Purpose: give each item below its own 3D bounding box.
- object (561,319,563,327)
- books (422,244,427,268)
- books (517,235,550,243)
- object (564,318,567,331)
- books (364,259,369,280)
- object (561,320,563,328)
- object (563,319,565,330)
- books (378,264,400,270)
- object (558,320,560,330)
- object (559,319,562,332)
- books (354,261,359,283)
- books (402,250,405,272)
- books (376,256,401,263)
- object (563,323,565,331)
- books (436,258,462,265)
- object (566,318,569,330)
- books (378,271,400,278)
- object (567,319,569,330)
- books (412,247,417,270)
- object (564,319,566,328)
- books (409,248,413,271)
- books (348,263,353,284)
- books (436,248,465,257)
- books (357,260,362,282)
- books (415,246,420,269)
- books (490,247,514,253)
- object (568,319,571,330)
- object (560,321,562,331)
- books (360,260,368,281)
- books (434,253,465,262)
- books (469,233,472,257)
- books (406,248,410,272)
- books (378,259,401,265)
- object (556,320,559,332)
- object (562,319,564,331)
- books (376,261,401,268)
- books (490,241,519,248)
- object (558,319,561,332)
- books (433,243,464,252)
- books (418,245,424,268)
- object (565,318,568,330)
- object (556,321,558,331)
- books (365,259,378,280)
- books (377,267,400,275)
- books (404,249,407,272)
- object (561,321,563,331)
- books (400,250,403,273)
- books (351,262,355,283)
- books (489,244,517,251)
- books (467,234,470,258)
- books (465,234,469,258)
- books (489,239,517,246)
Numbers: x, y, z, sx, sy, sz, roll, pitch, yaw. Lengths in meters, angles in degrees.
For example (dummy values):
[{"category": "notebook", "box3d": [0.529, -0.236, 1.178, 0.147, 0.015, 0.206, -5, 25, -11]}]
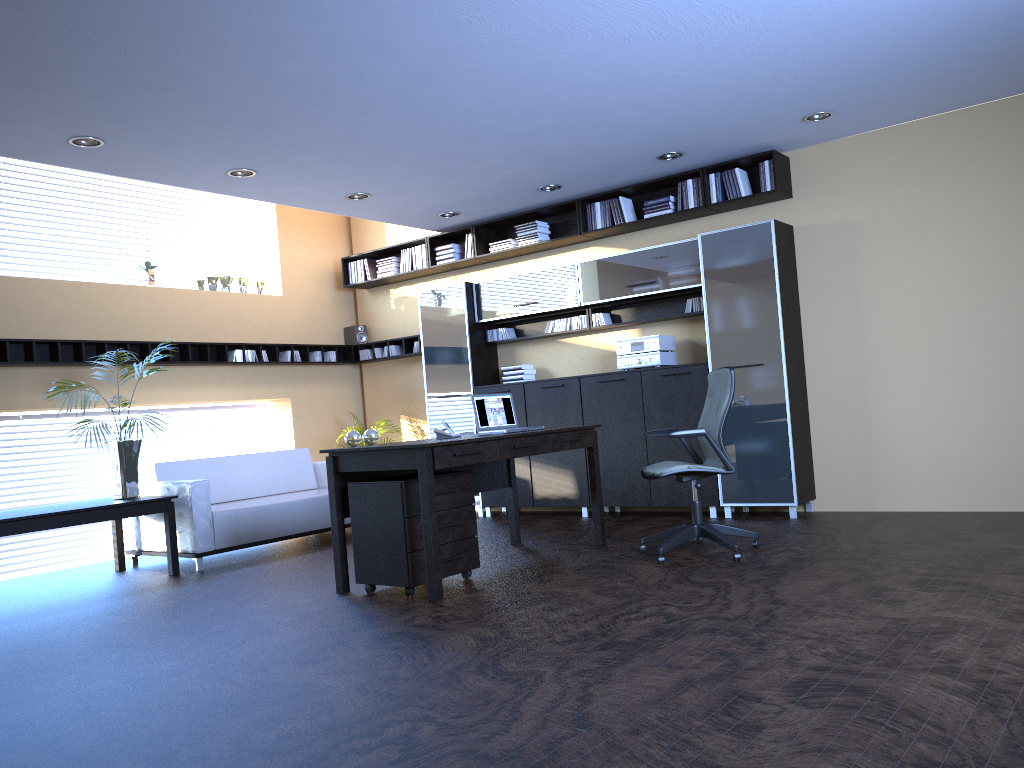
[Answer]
[{"category": "object", "box3d": [0.524, -0.575, 8.700, 0.040, 0.118, 0.142, -5, -1, 37]}, {"category": "books", "box3d": [-0.884, -1.372, 9.607, 0.050, 0.258, 0.207, -5, -1, 37]}, {"category": "books", "box3d": [0.213, -1.433, 8.799, 0.259, 0.028, 0.207, -6, -2, 36]}, {"category": "object", "box3d": [0.561, -0.579, 8.667, 0.040, 0.118, 0.142, -5, -1, 37]}, {"category": "books", "box3d": [-1.596, -1.296, 10.156, 0.075, 0.259, 0.207, -5, -1, 36]}, {"category": "object", "box3d": [0.531, -0.576, 8.693, 0.040, 0.118, 0.142, -5, -1, 37]}, {"category": "object", "box3d": [0.545, -0.577, 8.677, 0.036, 0.116, 0.140, -5, -1, 37]}, {"category": "books", "box3d": [-1.341, -1.309, 9.977, 0.259, 0.028, 0.207, -6, -2, 37]}, {"category": "object", "box3d": [0.500, -0.572, 8.718, 0.036, 0.116, 0.140, -5, -1, 37]}, {"category": "object", "box3d": [0.516, -0.574, 8.707, 0.040, 0.118, 0.142, -5, -1, 37]}, {"category": "books", "box3d": [-1.735, -1.281, 10.247, 0.050, 0.258, 0.207, -5, -1, 36]}, {"category": "books", "box3d": [-1.135, -1.345, 9.798, 0.075, 0.259, 0.207, -5, -1, 36]}, {"category": "books", "box3d": [-1.367, -1.393, 9.985, 0.259, 0.028, 0.207, -6, -2, 37]}, {"category": "object", "box3d": [0.547, -0.578, 8.682, 0.040, 0.118, 0.142, -5, -1, 37]}, {"category": "books", "box3d": [-0.645, -1.292, 9.441, 0.259, 0.050, 0.207, -6, -2, 37]}, {"category": "object", "box3d": [0.580, -0.581, 8.657, 0.040, 0.118, 0.142, -5, -1, 37]}, {"category": "books", "box3d": [-1.346, -1.217, 9.965, 0.259, 0.050, 0.207, -6, -2, 37]}, {"category": "object", "box3d": [0.585, -0.582, 8.648, 0.036, 0.116, 0.140, -5, -1, 37]}, {"category": "books", "box3d": [-1.004, -1.359, 9.707, 0.050, 0.258, 0.207, -5, -1, 37]}, {"category": "object", "box3d": [0.558, -0.578, 8.679, 0.040, 0.118, 0.142, -5, -1, 37]}, {"category": "books", "box3d": [-1.050, -1.354, 9.753, 0.075, 0.259, 0.207, -5, -1, 36]}, {"category": "books", "box3d": [-1.814, -1.272, 10.315, 0.050, 0.258, 0.207, -5, -1, 37]}, {"category": "books", "box3d": [-0.650, -1.394, 9.445, 0.259, 0.050, 0.207, -6, -2, 37]}, {"category": "books", "box3d": [-1.689, -1.286, 10.222, 0.050, 0.258, 0.207, -5, -1, 37]}, {"category": "books", "box3d": [-0.963, -1.364, 9.676, 0.050, 0.258, 0.207, -5, -1, 37]}, {"category": "books", "box3d": [-0.056, -1.347, 8.985, 0.259, 0.028, 0.207, -6, -2, 37]}, {"category": "object", "box3d": [0.595, -0.583, 8.644, 0.040, 0.118, 0.142, -5, -1, 37]}, {"category": "object", "box3d": [0.521, -0.575, 8.695, 0.036, 0.116, 0.140, -5, -1, 37]}, {"category": "books", "box3d": [-1.648, -1.290, 10.191, 0.050, 0.258, 0.207, -5, -1, 36]}, {"category": "books", "box3d": [-0.661, -1.343, 9.444, 0.259, 0.050, 0.207, -6, -2, 36]}, {"category": "books", "box3d": [-0.371, -1.427, 9.222, 0.075, 0.259, 0.207, -5, -1, 36]}, {"category": "books", "box3d": [-1.084, -1.351, 9.760, 0.075, 0.259, 0.207, -5, -1, 36]}, {"category": "books", "box3d": [-1.347, -1.366, 9.973, 0.259, 0.028, 0.207, -6, -2, 36]}, {"category": "object", "box3d": [0.488, -0.571, 8.720, 0.040, 0.118, 0.142, -5, -1, 37]}, {"category": "object", "box3d": [0.536, -0.577, 8.683, 0.040, 0.118, 0.142, -5, -1, 37]}, {"category": "books", "box3d": [-1.364, -1.337, 9.967, 0.259, 0.028, 0.207, -6, -2, 37]}, {"category": "books", "box3d": [-0.054, -1.404, 8.992, 0.259, 0.028, 0.207, -6, -2, 36]}, {"category": "object", "box3d": [0.507, -0.573, 8.711, 0.040, 0.118, 0.142, -5, -1, 37]}, {"category": "books", "box3d": [-0.673, -1.443, 9.455, 0.259, 0.050, 0.207, -6, -2, 36]}, {"category": "books", "box3d": [-0.926, -1.368, 9.638, 0.050, 0.258, 0.207, -5, -1, 37]}, {"category": "object", "box3d": [0.572, -0.580, 8.664, 0.040, 0.118, 0.142, -5, -1, 37]}, {"category": "object", "box3d": [0.483, -0.571, 8.729, 0.036, 0.116, 0.140, -5, -1, 37]}, {"category": "books", "box3d": [-1.573, -1.298, 10.133, 0.075, 0.259, 0.207, -5, -1, 36]}, {"category": "books", "box3d": [-1.355, -1.268, 9.976, 0.259, 0.050, 0.207, -6, -2, 36]}, {"category": "books", "box3d": [-1.110, -1.348, 9.778, 0.075, 0.259, 0.207, -5, -1, 37]}, {"category": "object", "box3d": [0.530, -0.576, 8.692, 0.036, 0.116, 0.140, -5, -1, 37]}, {"category": "books", "box3d": [-1.156, -1.343, 9.823, 0.075, 0.259, 0.207, -5, -1, 37]}, {"category": "books", "box3d": [-1.770, -1.277, 10.287, 0.050, 0.258, 0.207, -5, -1, 36]}, {"category": "books", "box3d": [-0.065, -1.375, 8.993, 0.259, 0.028, 0.207, -6, -2, 37]}, {"category": "books", "box3d": [-0.388, -1.425, 9.252, 0.075, 0.259, 0.207, -5, -1, 36]}, {"category": "books", "box3d": [-0.416, -1.422, 9.267, 0.075, 0.259, 0.207, -5, -1, 37]}, {"category": "books", "box3d": [-0.070, -1.431, 9.009, 0.259, 0.028, 0.207, -6, -2, 36]}]
